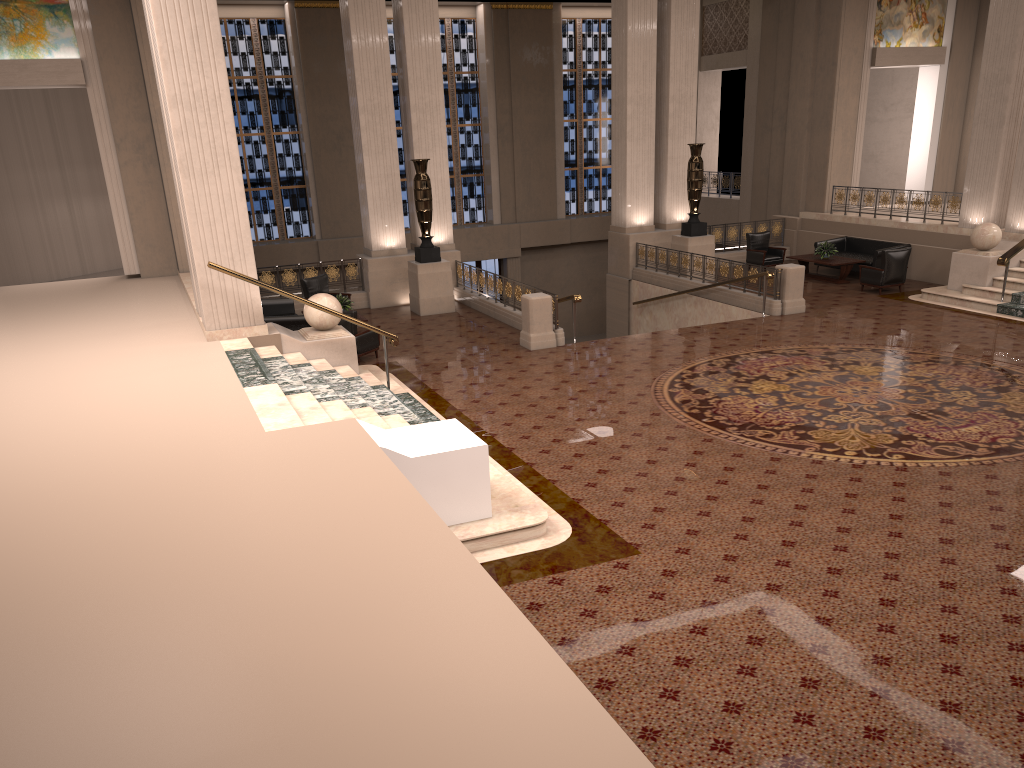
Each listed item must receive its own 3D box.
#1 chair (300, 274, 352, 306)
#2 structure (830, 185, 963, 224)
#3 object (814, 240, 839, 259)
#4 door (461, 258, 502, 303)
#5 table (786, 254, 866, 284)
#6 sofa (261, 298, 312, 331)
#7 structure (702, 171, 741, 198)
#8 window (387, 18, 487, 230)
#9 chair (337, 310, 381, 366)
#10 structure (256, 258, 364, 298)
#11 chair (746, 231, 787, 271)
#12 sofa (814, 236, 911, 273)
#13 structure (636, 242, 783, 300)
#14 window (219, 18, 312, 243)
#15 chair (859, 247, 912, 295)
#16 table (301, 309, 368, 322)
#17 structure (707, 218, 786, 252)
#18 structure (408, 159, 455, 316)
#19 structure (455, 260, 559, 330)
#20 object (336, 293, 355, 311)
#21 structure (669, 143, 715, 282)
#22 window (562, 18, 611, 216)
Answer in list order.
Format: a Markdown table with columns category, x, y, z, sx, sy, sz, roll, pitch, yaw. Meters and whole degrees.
| category | x | y | z | sx | sy | sz | roll | pitch | yaw |
| --- | --- | --- | --- | --- | --- | --- | --- | --- | --- |
| chair | -3.467 | -1.575 | 16.467 | 0.710 | 0.877 | 0.629 | 10 | 23 | 31 |
| structure | 8.095 | -3.826 | 18.760 | 0.032 | 0.649 | 3.586 | -11 | 18 | -21 |
| object | 6.546 | -2.811 | 18.384 | 0.502 | 0.391 | 0.506 | 1 | 18 | 10 |
| door | -0.947 | -2.355 | 26.201 | 1.481 | 2.832 | 0.150 | -10 | 22 | -20 |
| table | 6.571 | -2.421 | 18.553 | 0.833 | 0.453 | 1.432 | -9 | 18 | -21 |
| sofa | -3.872 | -0.959 | 14.657 | 0.869 | 0.734 | 1.866 | -10 | 18 | -21 |
| structure | 5.744 | -5.502 | 24.318 | 0.031 | 0.694 | 2.092 | -11 | 19 | -21 |
| window | -2.246 | -7.127 | 24.410 | 2.968 | 5.571 | 0.067 | -10 | 22 | -20 |
| chair | -2.471 | -0.770 | 13.541 | 0.643 | 0.877 | 0.695 | 8 | 22 | 27 |
| structure | -4.194 | -2.041 | 17.409 | 2.518 | 0.681 | 0.031 | -9 | 22 | -20 |
| chair | 5.700 | -2.975 | 19.851 | 0.641 | 0.877 | 0.697 | -12 | 21 | -25 |
| sofa | 7.412 | -2.681 | 18.819 | 0.869 | 0.734 | 1.866 | -10 | 18 | -21 |
| structure | 3.705 | -2.298 | 17.461 | 0.079 | 0.558 | 4.793 | -11 | 18 | -22 |
| window | -6.956 | -6.408 | 22.673 | 2.968 | 5.571 | 0.067 | -10 | 22 | -20 |
| chair | 7.157 | -2.195 | 16.939 | 0.643 | 0.877 | 0.695 | -10 | 21 | -21 |
| table | -3.017 | -0.958 | 15.017 | 0.833 | 0.453 | 1.432 | -9 | 18 | -21 |
| structure | 5.445 | -3.512 | 20.964 | 2.518 | 0.681 | 0.031 | -9 | 22 | -20 |
| structure | -1.609 | -2.774 | 16.689 | 0.695 | 2.899 | 0.678 | -11 | 22 | -20 |
| structure | -0.201 | -1.701 | 16.020 | 0.079 | 0.558 | 4.791 | -11 | 18 | -20 |
| object | -2.898 | -1.340 | 14.799 | 0.502 | 0.391 | 0.506 | 1 | 18 | 10 |
| structure | 3.863 | -3.609 | 18.707 | 0.695 | 2.899 | 0.678 | -11 | 22 | -20 |
| window | 2.626 | -7.870 | 26.207 | 2.968 | 5.571 | 0.067 | -10 | 22 | -20 |
